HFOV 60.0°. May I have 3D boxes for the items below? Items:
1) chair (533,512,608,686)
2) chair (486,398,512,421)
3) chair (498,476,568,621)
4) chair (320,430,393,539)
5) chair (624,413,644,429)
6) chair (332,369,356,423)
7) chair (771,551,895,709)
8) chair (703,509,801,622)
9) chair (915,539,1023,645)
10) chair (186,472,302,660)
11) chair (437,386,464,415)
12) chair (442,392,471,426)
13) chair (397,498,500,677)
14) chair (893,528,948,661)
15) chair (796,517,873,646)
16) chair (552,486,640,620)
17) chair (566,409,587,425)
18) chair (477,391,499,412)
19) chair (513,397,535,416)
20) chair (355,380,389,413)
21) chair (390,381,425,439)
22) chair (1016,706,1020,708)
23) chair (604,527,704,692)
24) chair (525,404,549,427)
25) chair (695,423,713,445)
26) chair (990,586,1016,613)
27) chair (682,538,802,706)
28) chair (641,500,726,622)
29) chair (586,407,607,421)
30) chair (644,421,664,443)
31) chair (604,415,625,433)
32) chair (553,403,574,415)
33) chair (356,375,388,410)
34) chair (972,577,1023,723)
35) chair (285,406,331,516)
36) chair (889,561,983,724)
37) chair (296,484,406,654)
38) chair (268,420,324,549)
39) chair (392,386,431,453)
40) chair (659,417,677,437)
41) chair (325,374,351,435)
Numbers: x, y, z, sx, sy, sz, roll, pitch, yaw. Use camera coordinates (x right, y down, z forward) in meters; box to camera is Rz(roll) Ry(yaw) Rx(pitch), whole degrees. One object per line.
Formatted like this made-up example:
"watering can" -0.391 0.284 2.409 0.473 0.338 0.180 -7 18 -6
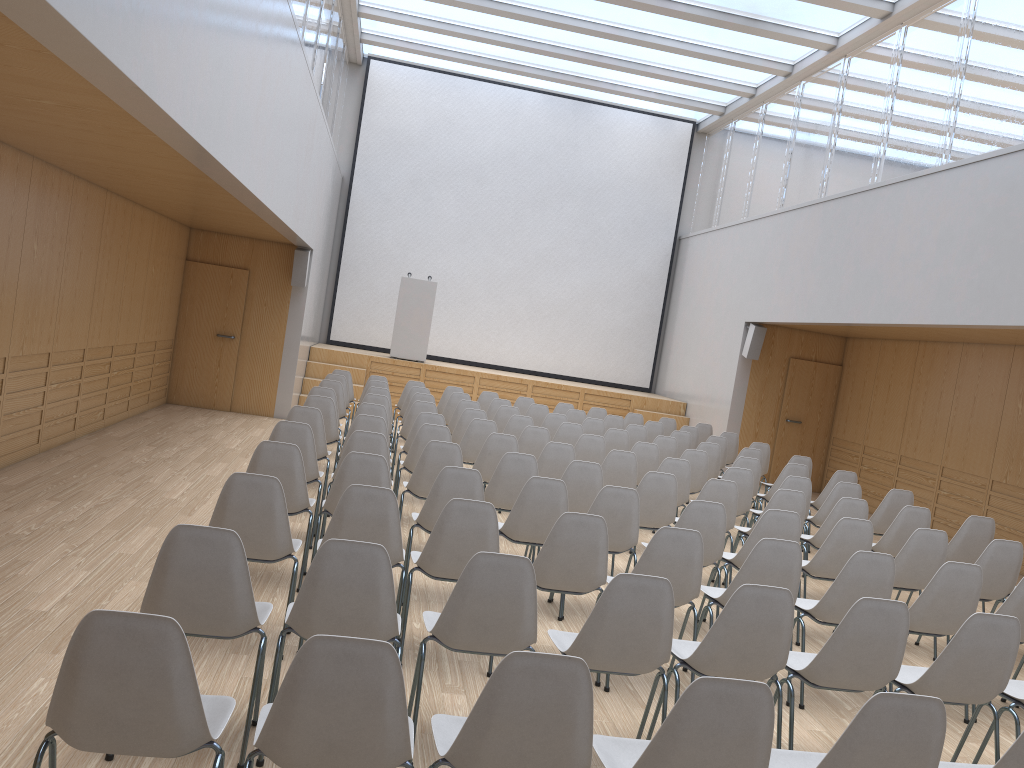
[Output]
"chair" 0.254 1.053 4.654 0.479 0.876 0.505 8 3 -9
"chair" -0.226 0.606 11.582 0.479 0.876 0.505 8 3 -9
"chair" 0.114 0.979 5.623 0.479 0.876 0.505 8 3 -9
"chair" -1.094 0.745 6.445 0.479 0.876 0.505 8 3 -9
"chair" 1.661 0.831 12.924 0.479 0.876 0.505 8 3 -9
"chair" -2.403 0.225 12.294 0.479 0.876 0.505 8 3 -9
"chair" 1.774 1.282 4.851 0.479 0.876 0.505 8 3 -9
"chair" 1.594 1.202 5.811 0.479 0.876 0.505 8 3 -9
"chair" 3.132 1.431 6.049 0.479 0.876 0.505 8 3 -9
"chair" -1.283 0.828 4.357 0.479 0.876 0.505 8 3 -9
"chair" -0.888 0.451 12.529 0.479 0.876 0.505 8 3 -9
"chair" -0.747 0.525 11.560 0.479 0.876 0.505 8 3 -9
"chair" -0.293 0.973 4.551 0.479 0.876 0.505 8 3 -9
"chair" 2.619 1.353 6.011 0.479 0.876 0.505 8 3 -9
"chair" 2.107 1.276 5.950 0.479 0.876 0.505 8 3 -9
"chair" 0.567 1.045 5.721 0.479 0.876 0.505 8 3 -9
"chair" 0.748 0.748 11.802 0.479 0.876 0.505 8 3 -9
"chair" -0.403 0.522 12.632 0.479 0.876 0.505 8 3 -9
"chair" 0.098 0.599 12.662 0.479 0.876 0.505 8 3 -9
"chair" -1.771 0.374 11.383 0.479 0.876 0.505 8 3 -9
"chair" -1.410 0.376 12.407 0.479 0.876 0.505 8 3 -9
"chair" 3.265 1.505 5.061 0.479 0.876 0.505 8 3 -9
"chair" 0.735 1.128 4.669 0.479 0.876 0.505 8 3 -9
"chair" 0.257 0.676 11.698 0.479 0.876 0.505 8 3 -9
"chair" 2.686 0.984 13.082 0.479 0.876 0.505 8 3 -9
"chair" 3.618 1.500 6.194 0.479 0.876 0.505 8 3 -9
"chair" 1.269 1.206 4.793 0.479 0.876 0.505 8 3 -9
"chair" 1.096 1.130 5.693 0.479 0.876 0.505 8 3 -9
"chair" 1.133 0.751 12.860 0.479 0.876 0.505 8 3 -9
"chair" 1.775 0.904 11.892 0.479 0.876 0.505 8 3 -9
"chair" 1.249 0.824 11.851 0.479 0.876 0.505 8 3 -9
"chair" 0.657 0.684 12.727 0.479 0.876 0.505 8 3 -9
"chair" -1.910 0.303 12.288 0.479 0.876 0.505 8 3 -9
"chair" 2.782 1.430 5.056 0.479 0.876 0.505 8 3 -9
"chair" -1.742 0.594 7.353 0.479 0.876 0.505 8 3 -9
"chair" 2.282 1.357 4.950 0.479 0.876 0.505 8 3 -9
"chair" -0.772 0.900 4.505 0.479 0.876 0.505 8 3 -9
"chair" -1.593 0.672 6.347 0.479 0.876 0.505 8 3 -9
"chair" -1.249 0.454 11.423 0.479 0.876 0.505 8 3 -9
"chair" 2.150 0.902 13.028 0.479 0.876 0.505 8 3 -9
"chair" -2.292 0.294 11.331 0.479 0.876 0.505 8 3 -9
